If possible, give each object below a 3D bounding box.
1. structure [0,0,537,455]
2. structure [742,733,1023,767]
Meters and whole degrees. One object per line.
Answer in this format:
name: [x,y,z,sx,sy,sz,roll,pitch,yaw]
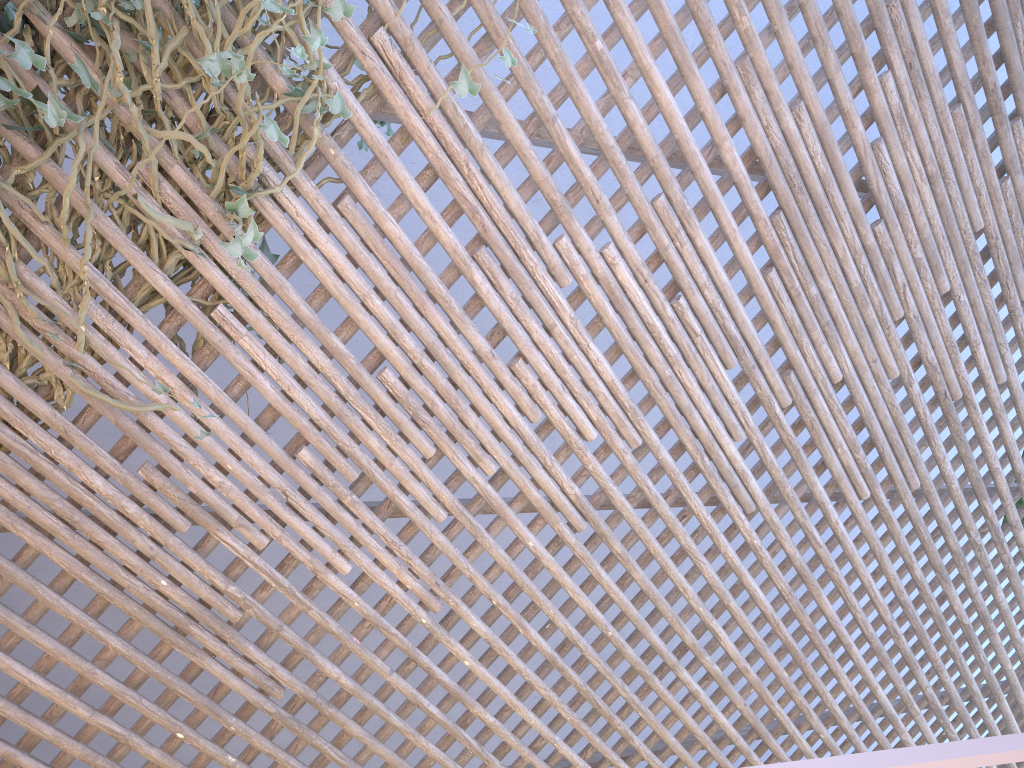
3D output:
structure: [-0.335,-1.040,1.360,2.339,3.002,0.661,-4,21,-24]
structure: [0.580,0.503,0.664,1.700,0.624,0.024,1,20,-18]
